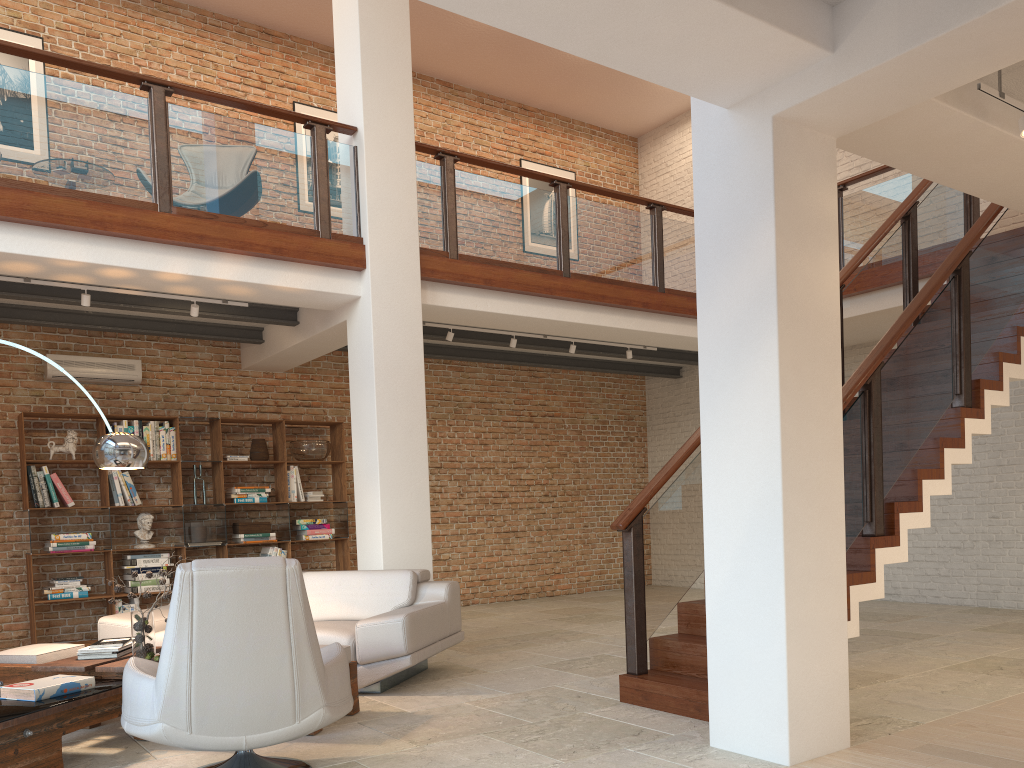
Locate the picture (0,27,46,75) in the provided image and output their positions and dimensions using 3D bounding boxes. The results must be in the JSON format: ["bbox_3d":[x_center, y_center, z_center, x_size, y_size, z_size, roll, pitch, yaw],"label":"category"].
[{"bbox_3d":[-4.673,-2.619,7.801,0.912,1.192,0.027,-1,1,-35],"label":"picture"}]

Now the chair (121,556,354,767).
[{"bbox_3d":[-1.174,1.239,3.773,1.025,1.011,0.979,-1,-3,-19],"label":"chair"}]

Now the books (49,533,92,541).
[{"bbox_3d":[-4.068,1.406,8.024,0.326,0.055,0.257,3,-10,-33],"label":"books"}]

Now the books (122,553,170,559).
[{"bbox_3d":[-3.532,1.660,8.407,0.380,0.036,0.247,4,-10,-35],"label":"books"}]

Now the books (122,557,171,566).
[{"bbox_3d":[-3.529,1.712,8.416,0.380,0.064,0.246,5,-10,-41],"label":"books"}]

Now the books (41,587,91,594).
[{"bbox_3d":[-4.100,1.891,8.007,0.380,0.036,0.247,4,-10,-35],"label":"books"}]

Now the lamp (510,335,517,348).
[{"bbox_3d":[0.013,-0.408,8.482,0.060,0.128,0.086,-2,-1,-34],"label":"lamp"}]

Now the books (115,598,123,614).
[{"bbox_3d":[-3.738,2.227,8.276,0.036,0.382,0.245,-4,0,-36],"label":"books"}]

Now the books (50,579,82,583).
[{"bbox_3d":[-4.108,1.814,8.026,0.237,0.018,0.172,5,-11,-42],"label":"books"}]

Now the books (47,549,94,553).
[{"bbox_3d":[-4.067,1.537,8.021,0.356,0.020,0.275,4,-10,-35],"label":"books"}]

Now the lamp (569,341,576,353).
[{"bbox_3d":[0.619,-0.368,8.913,0.060,0.128,0.086,-2,-1,-34],"label":"lamp"}]

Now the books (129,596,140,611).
[{"bbox_3d":[-3.607,2.235,8.377,0.079,0.383,0.245,-3,0,-36],"label":"books"}]

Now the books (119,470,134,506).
[{"bbox_3d":[-3.698,0.993,8.294,0.124,0.347,0.273,-3,-1,-36],"label":"books"}]

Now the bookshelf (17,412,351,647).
[{"bbox_3d":[-3.107,1.446,8.682,3.032,2.189,0.366,1,0,-35],"label":"bookshelf"}]

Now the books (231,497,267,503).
[{"bbox_3d":[-2.710,1.202,8.976,0.326,0.055,0.257,2,-9,-25],"label":"books"}]

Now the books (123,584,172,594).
[{"bbox_3d":[-3.512,1.969,8.403,0.380,0.064,0.246,5,-10,-41],"label":"books"}]

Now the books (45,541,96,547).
[{"bbox_3d":[-4.060,1.470,8.009,0.380,0.036,0.246,5,-11,-41],"label":"books"}]

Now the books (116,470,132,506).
[{"bbox_3d":[-3.710,0.990,8.274,0.124,0.347,0.273,-3,-1,-36],"label":"books"}]

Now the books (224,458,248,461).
[{"bbox_3d":[-2.804,0.770,8.841,0.206,0.033,0.134,4,-10,-35],"label":"books"}]

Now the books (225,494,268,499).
[{"bbox_3d":[-2.733,1.156,8.969,0.380,0.036,0.247,4,-10,-35],"label":"books"}]

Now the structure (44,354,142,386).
[{"bbox_3d":[-3.949,-0.130,8.233,0.812,0.217,0.201,3,-5,-35],"label":"structure"}]

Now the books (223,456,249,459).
[{"bbox_3d":[-2.814,0.744,8.842,0.237,0.018,0.172,5,-11,-42],"label":"books"}]

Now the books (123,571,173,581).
[{"bbox_3d":[-3.510,1.851,8.407,0.246,0.064,0.380,-9,-11,41],"label":"books"}]

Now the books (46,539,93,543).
[{"bbox_3d":[-4.074,1.444,8.023,0.356,0.020,0.275,4,-10,-37],"label":"books"}]

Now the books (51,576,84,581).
[{"bbox_3d":[-4.090,1.786,8.013,0.252,0.017,0.164,4,-10,-35],"label":"books"}]

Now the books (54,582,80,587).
[{"bbox_3d":[-4.099,1.840,8.024,0.206,0.033,0.134,4,-10,-35],"label":"books"}]

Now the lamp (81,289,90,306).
[{"bbox_3d":[-3.076,-0.615,6.290,0.060,0.128,0.086,-2,-1,-34],"label":"lamp"}]

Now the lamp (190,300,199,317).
[{"bbox_3d":[-2.455,-0.578,6.743,0.060,0.115,0.095,-2,-2,-29],"label":"lamp"}]

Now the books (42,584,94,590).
[{"bbox_3d":[-4.083,1.863,8.007,0.380,0.018,0.246,6,-11,-42],"label":"books"}]

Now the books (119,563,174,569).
[{"bbox_3d":[-3.523,1.751,8.397,0.444,0.020,0.275,4,-10,-35],"label":"books"}]

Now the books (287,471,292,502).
[{"bbox_3d":[-2.400,1.086,9.194,0.055,0.328,0.256,-4,-1,-36],"label":"books"}]

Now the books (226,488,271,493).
[{"bbox_3d":[-2.711,1.100,8.962,0.380,0.036,0.246,5,-11,-41],"label":"books"}]

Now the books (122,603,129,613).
[{"bbox_3d":[-3.694,2.255,8.297,0.057,0.328,0.256,-4,-1,-36],"label":"books"}]

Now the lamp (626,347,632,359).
[{"bbox_3d":[1.259,-0.326,9.359,0.059,0.128,0.087,-2,-1,14],"label":"lamp"}]

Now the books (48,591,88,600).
[{"bbox_3d":[-4.077,1.937,8.014,0.326,0.055,0.257,2,-9,-25],"label":"books"}]

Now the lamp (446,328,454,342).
[{"bbox_3d":[-0.574,-0.448,8.063,0.086,0.128,0.059,-3,0,24],"label":"lamp"}]

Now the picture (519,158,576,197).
[{"bbox_3d":[0.497,-2.272,11.471,0.912,1.192,0.027,-1,1,-35],"label":"picture"}]

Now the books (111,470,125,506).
[{"bbox_3d":[-3.749,0.969,8.234,0.103,0.382,0.245,-3,0,-36],"label":"books"}]

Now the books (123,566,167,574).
[{"bbox_3d":[-3.528,1.787,8.379,0.327,0.055,0.257,5,-11,-40],"label":"books"}]

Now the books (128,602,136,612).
[{"bbox_3d":[-3.644,2.256,8.325,0.055,0.328,0.256,-4,-1,-36],"label":"books"}]

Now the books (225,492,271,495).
[{"bbox_3d":[-2.716,1.128,8.969,0.380,0.018,0.246,6,-11,-42],"label":"books"}]

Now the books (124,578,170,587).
[{"bbox_3d":[-3.527,1.912,8.415,0.362,0.055,0.285,3,-10,-33],"label":"books"}]

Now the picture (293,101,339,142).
[{"bbox_3d":[-1.975,-2.438,9.717,0.912,1.192,0.027,-1,1,-35],"label":"picture"}]

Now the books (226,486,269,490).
[{"bbox_3d":[-2.725,1.074,8.976,0.356,0.020,0.275,4,-10,-37],"label":"books"}]

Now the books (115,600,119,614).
[{"bbox_3d":[-3.758,2.223,8.241,0.036,0.382,0.245,-4,0,-36],"label":"books"}]

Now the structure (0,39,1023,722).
[{"bbox_3d":[1.838,-0.420,3.981,10.153,4.110,13.994,3,-9,-35],"label":"structure"}]

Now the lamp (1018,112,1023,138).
[{"bbox_3d":[2.320,-1.171,3.932,0.059,0.128,0.087,-2,-1,14],"label":"lamp"}]

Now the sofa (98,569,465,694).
[{"bbox_3d":[-1.617,1.743,6.258,2.335,0.753,1.151,-4,-6,15],"label":"sofa"}]

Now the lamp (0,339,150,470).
[{"bbox_3d":[-3.218,0.881,5.342,2.032,2.343,0.318,-2,2,1],"label":"lamp"}]

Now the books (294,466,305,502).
[{"bbox_3d":[-2.307,1.069,9.287,0.101,0.382,0.245,-3,0,-36],"label":"books"}]

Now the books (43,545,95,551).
[{"bbox_3d":[-4.072,1.507,8.009,0.380,0.036,0.246,5,-11,-40],"label":"books"}]
